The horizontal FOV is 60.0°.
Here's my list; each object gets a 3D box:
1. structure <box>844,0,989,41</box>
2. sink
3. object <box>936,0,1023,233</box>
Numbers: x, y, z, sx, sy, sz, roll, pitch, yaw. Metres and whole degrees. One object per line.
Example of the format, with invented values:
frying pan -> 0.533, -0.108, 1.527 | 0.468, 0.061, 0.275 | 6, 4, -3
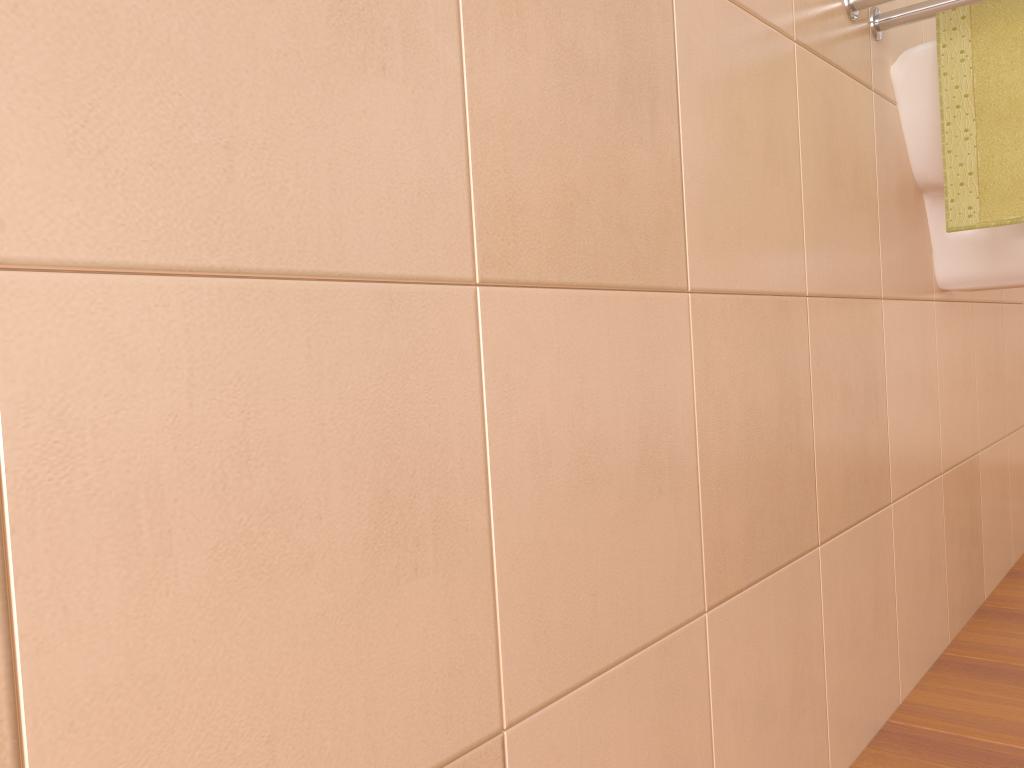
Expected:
structure -> 0.567, -0.468, 1.010 | 0.333, 0.042, 0.142 | -2, 3, 39
sink -> 0.914, -0.413, 1.280 | 0.539, 0.516, 0.683 | -2, 3, 39
object -> 0.614, -0.344, 1.057 | 0.085, 0.306, 0.181 | -5, 2, -35
